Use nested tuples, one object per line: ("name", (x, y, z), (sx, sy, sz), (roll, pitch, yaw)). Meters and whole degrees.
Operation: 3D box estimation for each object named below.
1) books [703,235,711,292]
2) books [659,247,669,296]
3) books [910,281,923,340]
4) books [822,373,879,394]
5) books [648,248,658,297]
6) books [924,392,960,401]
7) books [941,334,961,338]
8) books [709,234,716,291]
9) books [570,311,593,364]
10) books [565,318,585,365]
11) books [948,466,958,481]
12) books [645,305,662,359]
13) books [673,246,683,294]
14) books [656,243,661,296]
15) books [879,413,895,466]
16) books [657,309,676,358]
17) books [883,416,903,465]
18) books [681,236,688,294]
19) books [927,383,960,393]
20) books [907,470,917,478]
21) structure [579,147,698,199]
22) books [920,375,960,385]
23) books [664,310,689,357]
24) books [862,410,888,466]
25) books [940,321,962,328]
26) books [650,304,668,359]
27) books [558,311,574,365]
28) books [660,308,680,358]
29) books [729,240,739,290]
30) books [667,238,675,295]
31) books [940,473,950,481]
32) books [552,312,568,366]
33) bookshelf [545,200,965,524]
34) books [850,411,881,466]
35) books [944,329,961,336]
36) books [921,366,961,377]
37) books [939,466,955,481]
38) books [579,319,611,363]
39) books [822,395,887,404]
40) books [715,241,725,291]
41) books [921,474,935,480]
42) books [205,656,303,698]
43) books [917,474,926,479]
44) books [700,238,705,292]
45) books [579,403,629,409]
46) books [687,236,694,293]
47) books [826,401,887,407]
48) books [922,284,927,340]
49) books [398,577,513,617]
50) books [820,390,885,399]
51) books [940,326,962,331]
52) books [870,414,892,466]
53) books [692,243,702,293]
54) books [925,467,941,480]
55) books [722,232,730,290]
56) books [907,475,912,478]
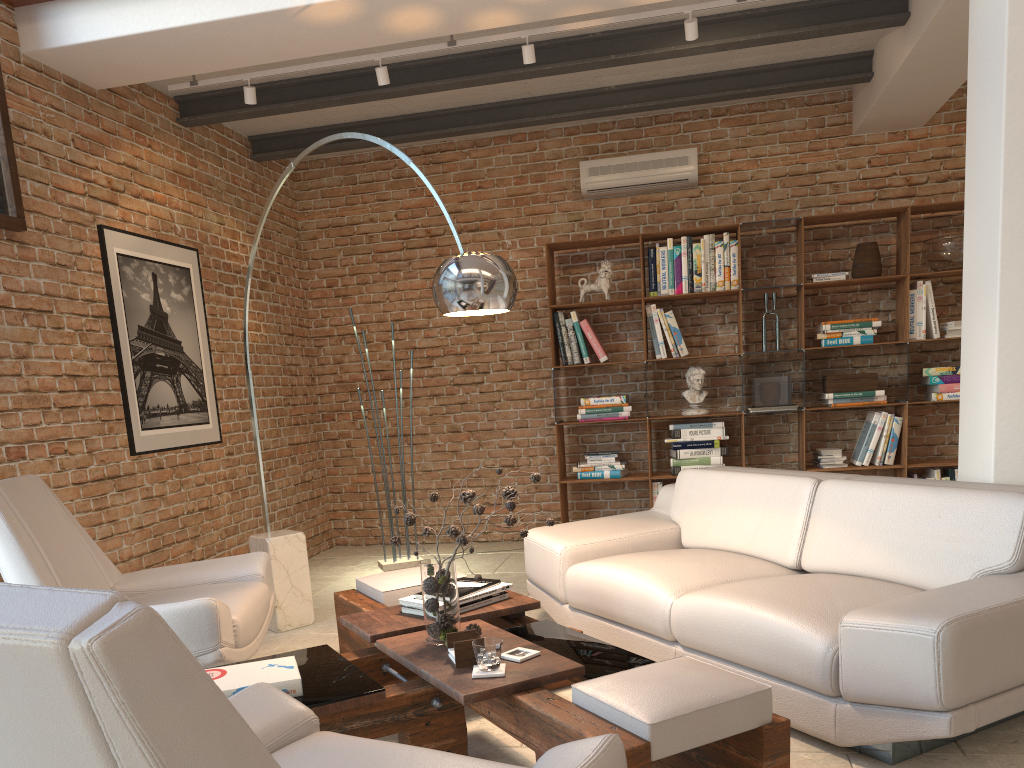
("books", (1.363, -0.826, 6.097), (0.036, 0.391, 0.238), (-2, 7, 12))
("books", (1.074, -0.778, 6.140), (0.056, 0.336, 0.248), (-2, 7, 12))
("books", (2.716, -0.486, 5.872), (0.036, 0.391, 0.238), (-2, 7, 12))
("books", (2.338, -0.006, 6.037), (0.336, 0.121, 0.209), (-4, 2, 12))
("books", (1.002, -0.773, 6.174), (0.056, 0.336, 0.248), (-2, 7, 12))
("books", (3.006, 0.077, 5.931), (0.327, 0.056, 0.250), (-4, 0, 14))
("books", (2.993, -0.321, 5.860), (0.171, 0.019, 0.232), (-4, 0, 20))
("books", (1.396, -0.828, 6.076), (0.036, 0.391, 0.238), (-2, 7, 12))
("books", (0.509, -0.332, 6.340), (0.121, 0.389, 0.238), (-2, 7, 12))
("books", (0.462, -0.305, 6.386), (0.102, 0.341, 0.248), (-2, 7, 12))
("books", (3.068, 0.763, 6.039), (0.069, 0.393, 0.238), (-2, 7, 12))
("books", (1.018, -0.367, 6.251), (0.101, 0.392, 0.238), (-2, 7, 12))
("books", (1.170, -0.785, 6.139), (0.056, 0.336, 0.248), (-2, 7, 12))
("books", (1.039, -0.790, 6.163), (0.021, 0.366, 0.265), (-2, 7, 12))
("books", (2.586, 0.382, 6.081), (0.098, 0.362, 0.265), (-2, 7, 12))
("books", (1.106, -0.356, 6.222), (0.125, 0.356, 0.265), (-2, 7, 12))
("books", (2.627, 0.387, 6.059), (0.116, 0.341, 0.248), (-2, 7, 12))
("books", (1.210, -0.815, 6.105), (0.036, 0.391, 0.238), (-2, 7, 12))
("books", (3.027, 0.019, 5.916), (0.327, 0.057, 0.250), (-4, 0, 7))
("books", (2.811, 0.795, 6.115), (0.051, 0.367, 0.265), (-2, 7, 12))
("structure", (0.898, -1.484, 6.165), (0.814, 0.224, 0.195), (-4, 5, 12))
("books", (2.981, -0.034, 5.925), (0.327, 0.056, 0.250), (-4, 0, 12))
("books", (1.174, -0.352, 6.205), (0.158, 0.336, 0.248), (-2, 7, 12))
("books", (2.509, 0.376, 6.076), (0.161, 0.381, 0.238), (-2, 7, 12))
("books", (2.977, -0.400, 5.834), (0.132, 0.034, 0.202), (-4, 0, 2))
("books", (1.051, -0.369, 6.221), (0.104, 0.392, 0.238), (-2, 7, 12))
("books", (0.407, -0.327, 6.374), (0.091, 0.392, 0.238), (-2, 7, 12))
("books", (1.129, -0.357, 6.227), (0.125, 0.356, 0.265), (-2, 7, 12))
("books", (1.541, -0.811, 6.067), (0.056, 0.336, 0.248), (-2, 7, 12))
("books", (1.119, -0.809, 6.130), (0.036, 0.391, 0.238), (-2, 7, 12))
("books", (2.988, 0.797, 6.056), (0.084, 0.340, 0.248), (-2, 7, 12))
("books", (0.369, -0.324, 6.374), (0.091, 0.392, 0.238), (-2, 7, 12))
("bookshelf", (1.822, 0.020, 6.133), (3.039, 2.249, 0.355), (-3, 10, 12))
("books", (2.473, 0.380, 6.107), (0.163, 0.380, 0.238), (-2, 7, 12))
("books", (2.980, -0.347, 5.843), (0.133, 0.034, 0.202), (-4, 0, 22))
("books", (2.961, -0.089, 5.919), (0.327, 0.056, 0.250), (-4, 0, 22))
("books", (3.034, 0.766, 6.057), (0.069, 0.393, 0.238), (-2, 7, 12))
("books", (0.606, -0.308, 6.349), (0.195, 0.325, 0.249), (-2, 6, 12))
("books", (2.376, 0.108, 6.077), (0.380, 0.037, 0.240), (-4, 0, 7))
("books", (1.442, -0.804, 6.066), (0.056, 0.336, 0.248), (-2, 7, 12))
("books", (2.900, 0.803, 6.082), (0.084, 0.340, 0.248), (-2, 7, 12))
("books", (-0.821, 0.919, 2.675), (0.325, 0.057, 0.252), (-4, 0, -18))
("books", (2.849, 0.807, 6.111), (0.084, 0.340, 0.248), (-2, 7, 12))
("books", (1.333, -0.810, 6.092), (0.021, 0.366, 0.265), (-2, 7, 12))
("books", (0.680, 0.160, 6.406), (0.356, 0.021, 0.267), (-4, 0, 10))
("books", (1.248, -0.818, 6.107), (0.036, 0.391, 0.238), (-2, 7, 12))
("books", (2.388, 0.136, 6.066), (0.356, 0.021, 0.267), (-4, 0, 10))
("books", (2.747, -0.475, 5.878), (0.021, 0.366, 0.265), (-2, 7, 12))
("books", (-0.222, 0.829, 3.407), (0.250, 0.076, 0.395), (-3, 1, 44))
("books", (2.352, 0.072, 6.040), (0.380, 0.037, 0.240), (-4, 0, 10))
("books", (2.987, -0.374, 5.841), (0.171, 0.019, 0.232), (-4, 0, 15))
("books", (2.563, 0.381, 6.076), (0.098, 0.362, 0.265), (-2, 7, 12))
("books", (1.293, -0.793, 6.088), (0.056, 0.336, 0.248), (-2, 7, 12))
("books", (2.944, 0.772, 6.071), (0.069, 0.393, 0.238), (-2, 7, 12))
("books", (1.488, -0.835, 6.057), (0.036, 0.391, 0.238), (-2, 7, 12))
("books", (2.775, 0.812, 6.127), (0.084, 0.340, 0.248), (-2, 7, 12))
